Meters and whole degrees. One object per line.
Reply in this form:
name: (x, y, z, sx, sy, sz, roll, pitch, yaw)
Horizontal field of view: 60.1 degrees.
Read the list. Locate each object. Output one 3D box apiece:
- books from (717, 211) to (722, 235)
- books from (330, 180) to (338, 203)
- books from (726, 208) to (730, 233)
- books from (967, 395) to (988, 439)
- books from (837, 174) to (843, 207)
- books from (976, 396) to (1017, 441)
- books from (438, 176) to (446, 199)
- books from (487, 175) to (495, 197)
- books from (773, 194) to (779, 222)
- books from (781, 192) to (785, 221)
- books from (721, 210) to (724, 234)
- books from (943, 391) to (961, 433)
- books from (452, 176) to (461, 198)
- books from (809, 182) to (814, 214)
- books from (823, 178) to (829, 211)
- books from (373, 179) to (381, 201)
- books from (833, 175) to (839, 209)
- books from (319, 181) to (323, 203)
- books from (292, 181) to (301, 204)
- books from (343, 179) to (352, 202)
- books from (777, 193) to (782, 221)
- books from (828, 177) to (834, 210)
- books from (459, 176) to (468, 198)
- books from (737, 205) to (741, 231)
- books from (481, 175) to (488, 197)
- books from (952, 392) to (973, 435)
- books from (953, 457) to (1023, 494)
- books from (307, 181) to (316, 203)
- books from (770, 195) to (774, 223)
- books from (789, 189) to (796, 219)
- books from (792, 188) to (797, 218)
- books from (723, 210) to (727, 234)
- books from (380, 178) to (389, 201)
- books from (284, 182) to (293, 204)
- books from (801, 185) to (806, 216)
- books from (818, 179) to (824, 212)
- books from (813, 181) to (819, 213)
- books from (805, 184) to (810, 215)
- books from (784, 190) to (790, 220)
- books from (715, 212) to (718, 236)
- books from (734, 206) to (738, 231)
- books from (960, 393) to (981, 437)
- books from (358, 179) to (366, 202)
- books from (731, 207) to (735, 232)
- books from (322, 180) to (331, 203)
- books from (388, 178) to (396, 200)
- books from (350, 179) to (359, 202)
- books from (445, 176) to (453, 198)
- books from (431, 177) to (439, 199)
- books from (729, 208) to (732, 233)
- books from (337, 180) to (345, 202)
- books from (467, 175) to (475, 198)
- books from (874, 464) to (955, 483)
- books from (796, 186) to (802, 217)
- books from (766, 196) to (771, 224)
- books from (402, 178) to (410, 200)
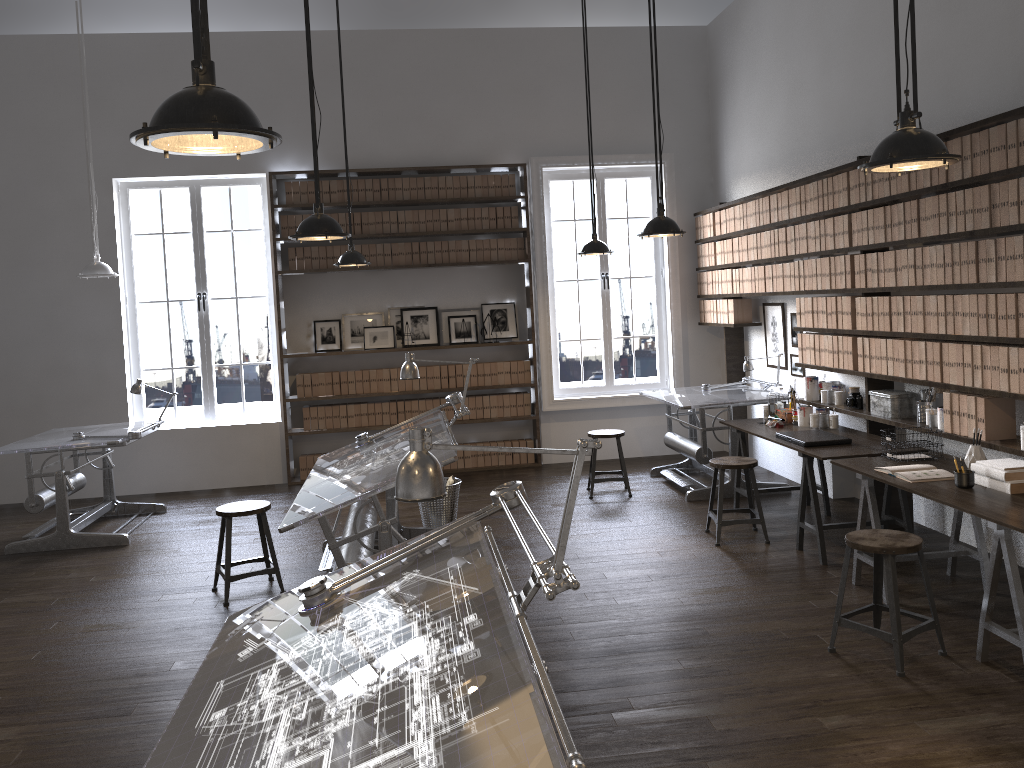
books: (2.009, -1.499, 8.247, 0.174, 0.225, 0.067, -3, 3, -7)
books: (-1.732, -1.865, 8.640, 0.067, 0.225, 0.175, -3, 3, -7)
books: (2.040, -1.481, 8.033, 0.174, 0.225, 0.067, -3, 3, -7)
books: (2.521, 0.171, 4.705, 0.174, 0.225, 0.067, -3, 3, -7)
books: (2.291, -1.303, 5.961, 0.174, 0.225, 0.067, -3, 3, -7)
books: (2.534, 0.177, 4.635, 0.174, 0.225, 0.067, -3, 3, -7)
books: (-0.694, -1.930, 8.762, 0.067, 0.225, 0.175, -3, 3, -7)
books: (-0.214, -1.960, 8.820, 0.067, 0.225, 0.175, -3, 3, -7)
books: (2.163, -1.391, 6.996, 0.174, 0.225, 0.067, -3, 3, -7)
books: (2.184, -1.379, 6.856, 0.174, 0.225, 0.067, -3, 3, -7)
books: (2.024, -1.493, 8.173, 0.174, 0.225, 0.067, -3, 3, -7)
books: (2.494, 0.154, 4.912, 0.174, 0.225, 0.067, -3, 3, -7)
books: (-0.554, -1.939, 8.786, 0.067, 0.225, 0.175, -3, 3, -7)
books: (2.240, -1.338, 6.380, 0.174, 0.225, 0.067, -3, 3, -7)
books: (2.266, -1.321, 6.174, 0.174, 0.225, 0.067, -3, 3, -7)
books: (-1.326, -1.890, 8.693, 0.067, 0.225, 0.175, -3, 3, -7)
books: (2.286, -1.309, 6.031, 0.174, 0.225, 0.067, -3, 3, -7)
books: (-1.874, -1.856, 8.625, 0.067, 0.225, 0.175, -3, 3, -7)
books: (-2.083, -1.842, 8.595, 0.067, 0.225, 0.175, -3, 3, -7)
books: (-1.603, -1.872, 8.653, 0.067, 0.225, 0.175, -3, 3, -7)
books: (2.176, -1.386, 6.927, 0.174, 0.225, 0.067, -3, 3, -7)
books: (2.276, -1.315, 6.100, 0.174, 0.225, 0.067, -3, 3, -7)
books: (-0.484, -1.943, 8.793, 0.067, 0.225, 0.175, -3, 3, -7)
books: (2.070, -1.457, 7.766, 0.174, 0.225, 0.067, -3, 3, -7)
books: (-0.281, -1.956, 8.817, 0.067, 0.225, 0.175, -3, 3, -7)
books: (2.508, 0.159, 4.846, 0.174, 0.225, 0.067, -3, 3, -7)
books: (2.279, 0.414, 4.143, 0.385, 0.147, 0.295, -4, 5, -7)
books: (-1.943, -1.852, 8.619, 0.067, 0.225, 0.175, -3, 3, -7)
books: (2.159, -1.398, 7.067, 0.174, 0.225, 0.067, -3, 3, -7)
books: (2.199, -1.368, 6.723, 0.174, 0.225, 0.067, -3, 3, -7)
books: (2.205, -1.362, 6.660, 0.174, 0.225, 0.067, -3, 3, -7)
books: (2.028, -1.486, 8.102, 0.174, 0.225, 0.067, -3, 3, -7)
books: (-1.251, -1.895, 8.696, 0.067, 0.225, 0.175, -3, 3, -7)
books: (-2.155, -1.838, 8.586, 0.067, 0.225, 0.175, -3, 3, -7)
books: (2.225, -1.351, 6.519, 0.174, 0.225, 0.067, -3, 3, -7)
books: (2.254, -1.326, 6.236, 0.174, 0.225, 0.067, -3, 3, -7)
books: (2.245, -1.332, 6.308, 0.174, 0.225, 0.067, -3, 3, -7)
books: (2.235, -1.345, 6.450, 0.174, 0.225, 0.067, -3, 3, -7)
books: (2.187, -1.373, 6.788, 0.174, 0.225, 0.067, -3, 3, -7)
books: (2.006, -1.505, 8.321, 0.174, 0.225, 0.067, -3, 3, -7)
books: (2.064, -1.463, 7.829, 0.174, 0.225, 0.067, -3, 3, -7)
books: (2.517, 0.165, 4.775, 0.174, 0.225, 0.067, -3, 3, -7)
books: (-1.467, -1.882, 8.675, 0.067, 0.225, 0.175, -3, 3, -7)
books: (2.051, -1.468, 7.895, 0.174, 0.225, 0.067, -3, 3, -7)
books: (-1.804, -1.860, 8.630, 0.067, 0.225, 0.175, -3, 3, -7)
books: (-1.178, -1.900, 8.711, 0.067, 0.225, 0.175, -3, 3, -7)
books: (-1.537, -1.877, 8.667, 0.067, 0.225, 0.175, -3, 3, -7)
books: (-0.623, -1.935, 8.774, 0.067, 0.225, 0.175, -3, 3, -7)
books: (-0.766, -1.925, 8.753, 0.067, 0.225, 0.175, -3, 3, -7)
books: (2.049, -1.474, 7.962, 0.174, 0.225, 0.067, -3, 3, -7)
books: (-1.670, -1.869, 8.650, 0.067, 0.225, 0.175, -3, 3, -7)
books: (-0.414, -1.948, 8.797, 0.067, 0.225, 0.175, -3, 3, -7)
books: (2.058, 0.447, 4.518, 0.256, 0.029, 0.355, -4, 5, -6)
books: (2.212, -1.356, 6.588, 0.174, 0.225, 0.067, -3, 3, -7)
books: (2.144, -1.404, 7.141, 0.174, 0.225, 0.067, -3, 3, -7)
books: (-1.041, -1.908, 8.724, 0.067, 0.225, 0.175, -3, 3, -7)
